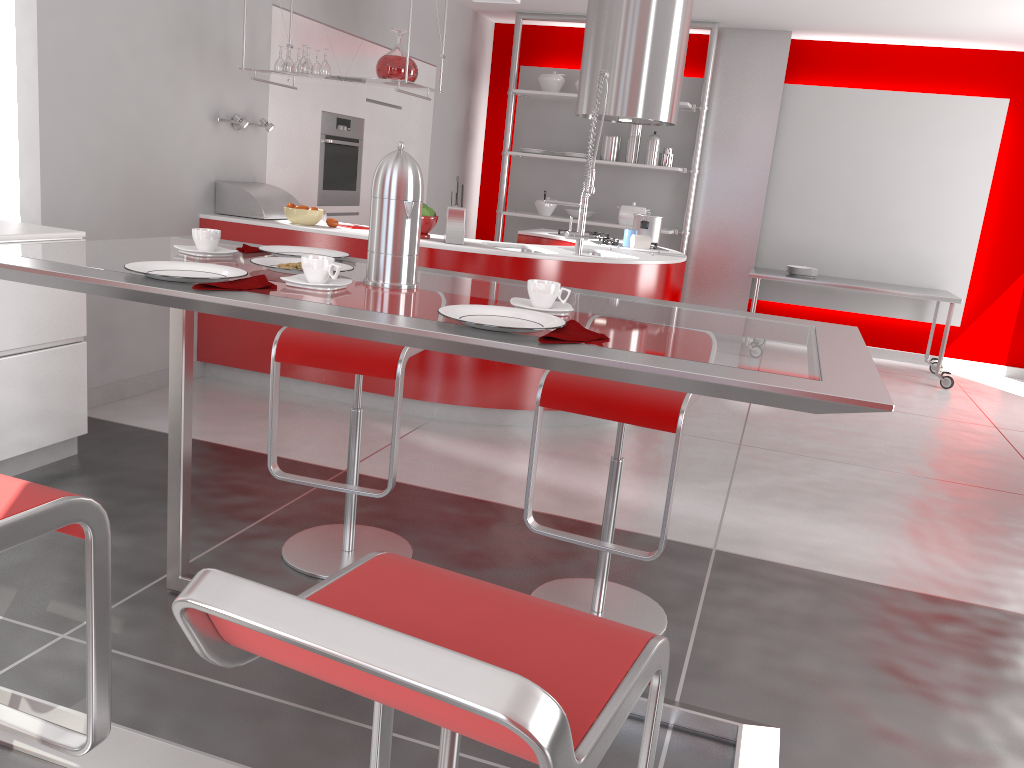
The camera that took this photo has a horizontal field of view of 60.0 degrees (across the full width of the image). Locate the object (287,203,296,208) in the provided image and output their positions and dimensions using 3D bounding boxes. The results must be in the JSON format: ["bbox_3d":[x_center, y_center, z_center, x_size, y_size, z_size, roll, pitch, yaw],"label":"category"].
[{"bbox_3d":[-1.154,-0.923,4.664,0.055,0.058,0.066,6,13,2],"label":"object"}]

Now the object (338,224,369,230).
[{"bbox_3d":[-0.860,-0.856,4.831,0.266,0.006,0.168,18,18,42],"label":"object"}]

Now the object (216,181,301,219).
[{"bbox_3d":[-1.379,-1.013,4.883,0.300,0.170,0.400,10,14,16],"label":"object"}]

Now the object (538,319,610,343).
[{"bbox_3d":[0.113,-0.082,1.443,0.095,0.012,0.234,9,14,15],"label":"object"}]

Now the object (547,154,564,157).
[{"bbox_3d":[0.447,-2.004,7.828,0.280,0.015,0.280,-4,16,-36],"label":"object"}]

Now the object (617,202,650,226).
[{"bbox_3d":[1.036,-1.461,7.619,0.282,0.197,0.235,7,13,6],"label":"object"}]

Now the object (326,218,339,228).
[{"bbox_3d":[-0.947,-0.848,4.673,0.065,0.047,0.063,10,14,16],"label":"object"}]

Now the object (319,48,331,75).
[{"bbox_3d":[-0.957,-1.642,4.543,0.060,0.141,0.060,10,14,16],"label":"object"}]

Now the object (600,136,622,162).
[{"bbox_3d":[0.834,-1.993,7.525,0.184,0.205,0.172,11,14,21],"label":"object"}]

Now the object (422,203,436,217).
[{"bbox_3d":[-0.483,-0.868,4.567,0.198,0.182,0.193,11,14,21],"label":"object"}]

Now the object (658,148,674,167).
[{"bbox_3d":[1.304,-1.911,7.491,0.127,0.157,0.127,12,15,26],"label":"object"}]

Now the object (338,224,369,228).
[{"bbox_3d":[-0.803,-0.857,4.831,0.375,0.008,0.041,4,13,-7],"label":"object"}]

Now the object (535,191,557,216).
[{"bbox_3d":[0.298,-1.585,7.772,0.192,0.214,0.192,7,13,3],"label":"object"}]

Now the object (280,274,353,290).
[{"bbox_3d":[-0.374,-0.194,1.700,0.119,0.016,0.119,9,14,13],"label":"object"}]

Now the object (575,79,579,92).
[{"bbox_3d":[0.626,-2.510,7.512,0.192,0.153,0.192,13,15,29],"label":"object"}]

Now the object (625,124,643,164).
[{"bbox_3d":[1.018,-2.011,7.415,0.109,0.329,0.110,9,14,14],"label":"object"}]

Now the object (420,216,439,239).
[{"bbox_3d":[-0.498,-0.818,4.582,0.229,0.118,0.228,3,14,-12],"label":"object"}]

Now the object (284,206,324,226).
[{"bbox_3d":[-1.093,-0.878,4.652,0.201,0.086,0.201,10,14,17],"label":"object"}]

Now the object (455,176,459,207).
[{"bbox_3d":[-0.281,-0.878,4.456,0.014,0.322,0.150,3,14,-12],"label":"object"}]

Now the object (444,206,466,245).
[{"bbox_3d":[-0.286,-0.798,4.447,0.091,0.178,0.137,3,13,-10],"label":"object"}]

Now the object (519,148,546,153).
[{"bbox_3d":[0.182,-2.010,7.675,0.244,0.042,0.244,6,13,1],"label":"object"}]

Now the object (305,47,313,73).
[{"bbox_3d":[-1.052,-1.658,4.570,0.060,0.141,0.060,10,14,16],"label":"object"}]

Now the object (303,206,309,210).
[{"bbox_3d":[-1.099,-0.919,4.692,0.066,0.049,0.062,9,14,13],"label":"object"}]

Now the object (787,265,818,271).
[{"bbox_3d":[2.344,-0.933,7.164,0.228,0.020,0.228,5,13,-2],"label":"object"}]

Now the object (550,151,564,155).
[{"bbox_3d":[0.449,-2.017,7.825,0.244,0.042,0.244,8,13,8],"label":"object"}]

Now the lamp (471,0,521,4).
[{"bbox_3d":[-0.119,-1.249,1.551,0.304,1.025,0.304,10,14,16],"label":"lamp"}]

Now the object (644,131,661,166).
[{"bbox_3d":[1.166,-1.946,7.328,0.115,0.274,0.115,8,13,9],"label":"object"}]

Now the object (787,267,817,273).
[{"bbox_3d":[2.342,-0.913,7.168,0.228,0.020,0.228,5,13,-2],"label":"object"}]

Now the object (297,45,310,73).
[{"bbox_3d":[-1.053,-1.639,4.486,0.060,0.141,0.060,4,13,-7],"label":"object"}]

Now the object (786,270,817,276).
[{"bbox_3d":[2.340,-0.893,7.173,0.228,0.020,0.228,5,13,-2],"label":"object"}]

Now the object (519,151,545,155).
[{"bbox_3d":[0.180,-1.996,7.678,0.280,0.015,0.280,-4,16,-36],"label":"object"}]

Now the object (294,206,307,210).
[{"bbox_3d":[-1.105,-0.906,4.632,0.065,0.052,0.062,6,13,1],"label":"object"}]

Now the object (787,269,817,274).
[{"bbox_3d":[2.341,-0.903,7.171,0.228,0.020,0.228,5,13,-2],"label":"object"}]

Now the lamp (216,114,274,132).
[{"bbox_3d":[-1.425,-1.410,4.800,0.155,0.081,0.454,10,14,16],"label":"lamp"}]

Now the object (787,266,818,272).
[{"bbox_3d":[2.343,-0.923,7.166,0.228,0.020,0.228,5,13,-2],"label":"object"}]

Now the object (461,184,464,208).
[{"bbox_3d":[-0.255,-0.859,4.456,0.012,0.279,0.130,3,14,-12],"label":"object"}]

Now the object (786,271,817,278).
[{"bbox_3d":[2.339,-0.883,7.175,0.228,0.020,0.228,5,13,-2],"label":"object"}]

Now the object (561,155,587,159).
[{"bbox_3d":[0.537,-1.932,7.561,0.280,0.015,0.280,-7,18,-43],"label":"object"}]

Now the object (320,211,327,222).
[{"bbox_3d":[-1.053,-0.936,4.952,0.043,0.066,0.042,13,15,29],"label":"object"}]

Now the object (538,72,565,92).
[{"bbox_3d":[0.337,-2.578,7.591,0.231,0.191,0.231,-3,16,-32],"label":"object"}]

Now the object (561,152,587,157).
[{"bbox_3d":[0.539,-1.945,7.557,0.244,0.042,0.244,6,13,1],"label":"object"}]

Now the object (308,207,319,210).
[{"bbox_3d":[-1.045,-0.905,4.657,0.066,0.049,0.062,12,14,24],"label":"object"}]

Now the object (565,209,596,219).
[{"bbox_3d":[0.600,-1.498,7.850,0.272,0.072,0.272,1,14,-19],"label":"object"}]

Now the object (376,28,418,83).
[{"bbox_3d":[-0.577,-1.653,4.485,0.213,0.266,0.213,-7,19,-44],"label":"object"}]

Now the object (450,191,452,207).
[{"bbox_3d":[-0.308,-0.865,4.446,0.009,0.197,0.091,3,14,-12],"label":"object"}]
